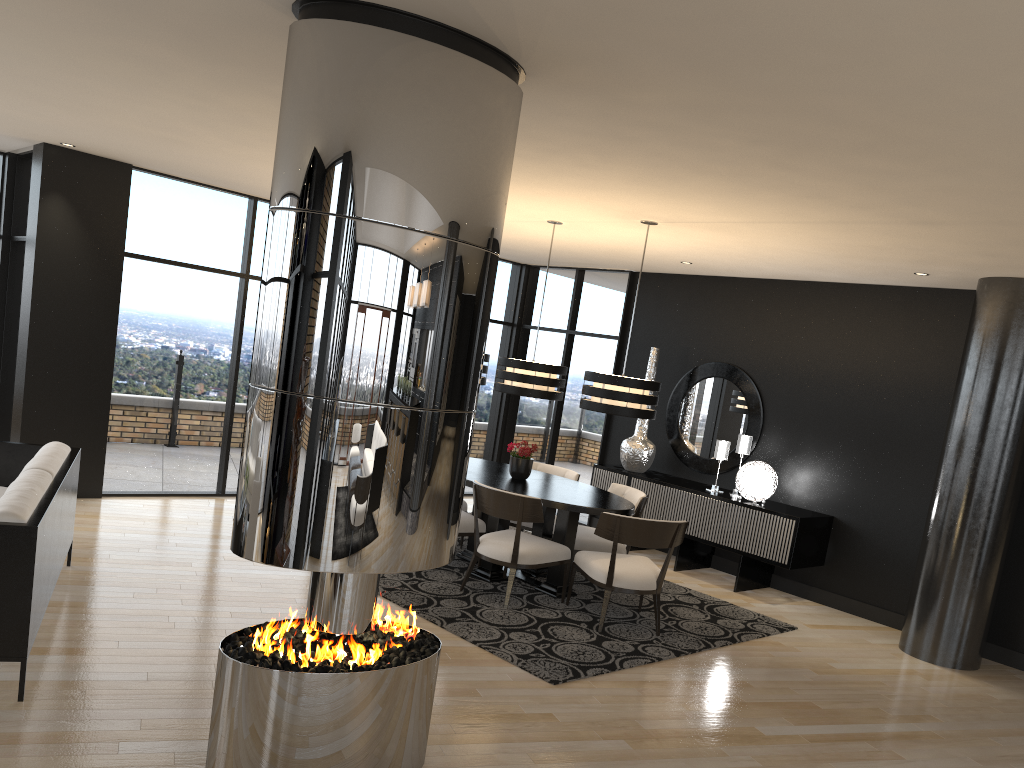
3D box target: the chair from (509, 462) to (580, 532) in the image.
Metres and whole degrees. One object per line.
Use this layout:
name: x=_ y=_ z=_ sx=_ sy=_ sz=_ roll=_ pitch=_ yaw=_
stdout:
chair: x=0.166 y=1.103 z=7.558 sx=0.637 sy=0.814 sz=0.616 roll=12 pitch=6 yaw=31

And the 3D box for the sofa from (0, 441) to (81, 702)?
sofa: x=-2.719 y=0.776 z=4.381 sx=0.841 sy=0.810 sz=2.007 roll=7 pitch=3 yaw=-22

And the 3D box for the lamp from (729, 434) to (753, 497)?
lamp: x=2.048 y=0.730 z=7.921 sx=0.124 sy=0.556 sz=0.131 roll=10 pitch=7 yaw=8

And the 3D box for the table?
table: x=0.006 y=1.120 z=6.918 sx=1.213 sy=0.776 sz=2.081 roll=5 pitch=4 yaw=-43

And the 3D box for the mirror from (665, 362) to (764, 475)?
mirror: x=1.912 y=0.326 z=8.416 sx=0.025 sy=1.088 sz=1.063 roll=1 pitch=9 yaw=-44

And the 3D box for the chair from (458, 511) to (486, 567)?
chair: x=-0.603 y=1.011 z=6.832 sx=0.618 sy=0.814 sz=0.634 roll=5 pitch=7 yaw=-34

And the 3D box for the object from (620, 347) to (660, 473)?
object: x=1.288 y=0.252 z=8.554 sx=0.344 sy=1.221 sz=0.338 roll=4 pitch=9 yaw=-35

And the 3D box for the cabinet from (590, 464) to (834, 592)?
cabinet: x=1.719 y=1.339 z=8.176 sx=0.612 sy=0.774 sz=2.211 roll=3 pitch=6 yaw=-44

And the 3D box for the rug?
rug: x=-0.084 y=1.489 z=7.022 sx=2.726 sy=0.011 sz=3.679 roll=7 pitch=3 yaw=-45

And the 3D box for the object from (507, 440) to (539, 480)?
object: x=0.070 y=0.589 z=6.843 sx=0.229 sy=0.301 sz=0.234 roll=4 pitch=7 yaw=-42

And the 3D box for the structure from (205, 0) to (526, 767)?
structure: x=-0.548 y=0.165 z=3.294 sx=0.895 sy=2.770 sz=0.578 roll=4 pitch=9 yaw=-34

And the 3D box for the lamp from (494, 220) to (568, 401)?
lamp: x=0.224 y=-0.569 z=6.734 sx=0.536 sy=1.342 sz=0.529 roll=2 pitch=9 yaw=-45

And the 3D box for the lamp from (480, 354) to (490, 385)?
lamp: x=-0.387 y=-0.687 z=7.368 sx=0.536 sy=1.342 sz=0.529 roll=2 pitch=9 yaw=-45

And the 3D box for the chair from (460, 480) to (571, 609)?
chair: x=0.011 y=1.127 z=6.247 sx=0.636 sy=0.814 sz=0.617 roll=13 pitch=7 yaw=38

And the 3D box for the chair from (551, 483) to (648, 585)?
chair: x=0.683 y=1.204 z=6.970 sx=0.618 sy=0.814 sz=0.634 roll=7 pitch=6 yaw=-16

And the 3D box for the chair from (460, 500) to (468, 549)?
chair: x=-0.729 y=0.961 z=7.650 sx=0.645 sy=0.814 sz=0.608 roll=6 pitch=6 yaw=-24

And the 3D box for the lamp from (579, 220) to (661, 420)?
lamp: x=0.836 y=-0.451 z=6.100 sx=0.536 sy=1.342 sz=0.529 roll=2 pitch=9 yaw=-45

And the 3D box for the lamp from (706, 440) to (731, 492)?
lamp: x=1.880 y=0.744 z=8.008 sx=0.132 sy=0.470 sz=0.123 roll=6 pitch=8 yaw=-22

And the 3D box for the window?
window: x=0.437 y=-0.664 z=1.470 sx=10.167 sy=4.830 sz=15.695 roll=7 pitch=3 yaw=-35

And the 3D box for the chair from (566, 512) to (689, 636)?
chair: x=0.777 y=1.254 z=6.025 sx=0.645 sy=0.814 sz=0.608 roll=7 pitch=6 yaw=-16
